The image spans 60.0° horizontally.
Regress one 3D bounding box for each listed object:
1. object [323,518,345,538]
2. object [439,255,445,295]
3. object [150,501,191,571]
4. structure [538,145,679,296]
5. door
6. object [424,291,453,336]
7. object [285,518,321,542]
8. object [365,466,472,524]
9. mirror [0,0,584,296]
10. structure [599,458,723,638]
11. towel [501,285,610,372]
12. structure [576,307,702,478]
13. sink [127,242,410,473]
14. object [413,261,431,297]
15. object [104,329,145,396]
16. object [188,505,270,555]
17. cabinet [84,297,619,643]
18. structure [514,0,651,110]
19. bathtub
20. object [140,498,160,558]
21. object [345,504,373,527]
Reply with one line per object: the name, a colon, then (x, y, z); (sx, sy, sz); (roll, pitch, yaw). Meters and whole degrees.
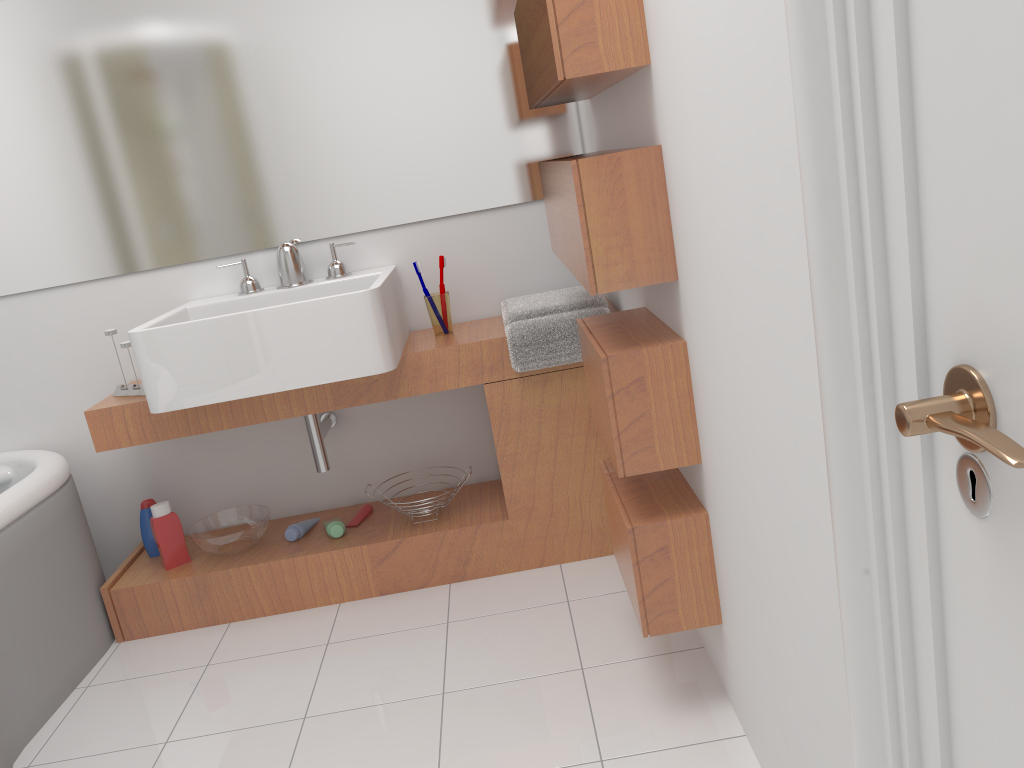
object: (-0.556, 0.433, 2.764); (0.059, 0.052, 0.187); (-14, 15, -15)
object: (-0.204, -0.268, 2.665); (0.016, 0.231, 0.052); (1, 18, 38)
object: (-1.040, 0.458, 2.688); (0.079, 0.207, 0.046); (-20, 17, -34)
structure: (0.189, -0.397, 2.018); (0.165, 0.245, 0.860); (-10, 14, 0)
door: (0.329, 0.096, 0.388); (0.068, 1.885, 0.915); (-10, 14, 0)
object: (-0.214, -0.206, 2.654); (0.076, 0.130, 0.076); (3, 19, 41)
object: (-0.662, 0.443, 2.802); (0.059, 0.052, 0.187); (-7, 14, 11)
object: (-0.275, 0.348, 2.729); (0.291, 0.126, 0.291); (-22, 19, -40)
mirror: (-1.103, -0.794, 2.630); (2.600, 0.887, 0.022); (-10, 14, 0)
structure: (0.320, 0.336, 1.976); (0.165, 0.245, 0.417); (-10, 14, 0)
towel: (0.128, -0.173, 2.615); (0.272, 0.140, 0.359); (-10, 14, 0)
structure: (0.260, 0.001, 1.891); (0.165, 0.245, 0.417); (-10, 14, 0)
sink: (-0.636, -0.051, 2.551); (0.657, 0.673, 0.552); (-10, 14, 0)
object: (-0.242, -0.256, 2.650); (0.070, 0.228, 0.016); (-4, 16, 25)
object: (-1.108, -0.070, 2.580); (0.182, 0.203, 0.059); (-2, 16, 30)
object: (-0.865, 0.466, 2.749); (0.245, 0.090, 0.245); (-18, 16, -27)
cabinet: (-0.439, 0.253, 2.727); (1.635, 0.719, 0.355); (-10, 14, 0)
structure: (0.124, -0.761, 1.925); (0.165, 0.245, 0.860); (-10, 14, 0)
bathtub: (-1.617, 0.677, 2.024); (1.055, 0.674, 1.863); (-10, 14, 0)
object: (-1.129, 0.453, 2.802); (0.092, 0.190, 0.044); (-19, 17, -32)
object: (-0.482, 0.420, 2.814); (0.042, 0.037, 0.133); (-5, 15, 19)
